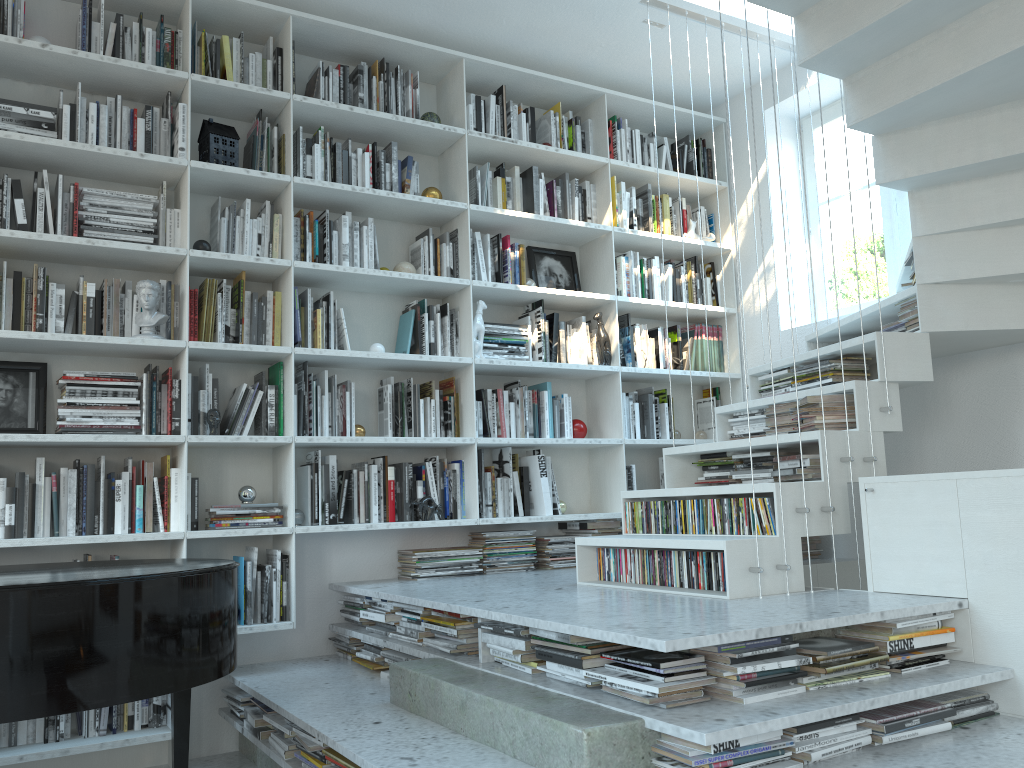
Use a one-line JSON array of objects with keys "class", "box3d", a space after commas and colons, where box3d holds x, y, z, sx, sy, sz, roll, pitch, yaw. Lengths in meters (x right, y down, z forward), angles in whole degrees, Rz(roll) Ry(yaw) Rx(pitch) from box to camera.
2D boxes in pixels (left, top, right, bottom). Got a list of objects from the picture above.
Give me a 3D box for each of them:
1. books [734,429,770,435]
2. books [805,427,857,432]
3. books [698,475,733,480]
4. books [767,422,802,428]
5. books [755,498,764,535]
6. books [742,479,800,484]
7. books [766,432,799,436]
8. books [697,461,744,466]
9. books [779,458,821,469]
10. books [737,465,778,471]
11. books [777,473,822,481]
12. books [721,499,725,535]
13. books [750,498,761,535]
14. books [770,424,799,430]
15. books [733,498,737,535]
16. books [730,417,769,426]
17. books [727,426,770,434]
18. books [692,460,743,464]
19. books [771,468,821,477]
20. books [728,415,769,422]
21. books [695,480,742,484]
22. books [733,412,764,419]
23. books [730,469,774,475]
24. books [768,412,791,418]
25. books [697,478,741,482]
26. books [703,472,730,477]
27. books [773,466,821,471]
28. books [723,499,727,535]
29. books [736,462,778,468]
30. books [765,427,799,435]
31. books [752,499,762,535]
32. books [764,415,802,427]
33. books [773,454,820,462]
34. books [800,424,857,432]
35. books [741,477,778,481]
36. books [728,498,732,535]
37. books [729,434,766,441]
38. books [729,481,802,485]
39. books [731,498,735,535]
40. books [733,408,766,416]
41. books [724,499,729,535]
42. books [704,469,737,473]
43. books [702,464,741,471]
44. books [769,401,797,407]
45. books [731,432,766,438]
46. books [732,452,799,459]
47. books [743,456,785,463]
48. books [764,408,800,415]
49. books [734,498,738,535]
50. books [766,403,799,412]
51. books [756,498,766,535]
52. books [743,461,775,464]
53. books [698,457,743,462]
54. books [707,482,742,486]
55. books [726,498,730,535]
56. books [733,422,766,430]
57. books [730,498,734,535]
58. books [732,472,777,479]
[{"class": "books", "box3d": [1.081, 0.208, 3.824, 0.160, 0.010, 0.179, 2, -9, -27]}, {"class": "books", "box3d": [1.212, 0.177, 3.316, 0.206, 0.012, 0.183, -2, -8, -3]}, {"class": "books", "box3d": [0.905, 0.392, 3.715, 0.159, 0.012, 0.225, 1, -9, -22]}, {"class": "books", "box3d": [1.154, 0.165, 3.546, 0.188, 0.005, 0.182, 2, -9, -30]}, {"class": "books", "box3d": [0.875, 0.444, 2.983, 0.125, 0.123, 0.036, 2, -8, -30]}, {"class": "books", "box3d": [1.030, 0.386, 3.528, 0.137, 0.013, 0.199, 1, -9, -24]}, {"class": "books", "box3d": [1.138, 0.207, 3.575, 0.184, 0.016, 0.128, 1, -9, -23]}, {"class": "books", "box3d": [0.909, 0.335, 3.726, 0.160, 0.009, 0.208, 3, -10, -34]}, {"class": "books", "box3d": [1.096, 0.291, 3.251, 0.141, 0.028, 0.223, -1, -8, -11]}, {"class": "books", "box3d": [1.024, 0.336, 3.532, 0.150, 0.013, 0.220, 2, -9, -25]}, {"class": "books", "box3d": [1.095, 0.339, 3.244, 0.136, 0.017, 0.289, -1, -8, -7]}, {"class": "books", "box3d": [0.791, 0.466, 3.127, 0.125, 0.125, 0.007, 2, -8, -30]}, {"class": "books", "box3d": [0.867, 0.446, 2.997, 0.125, 0.123, 0.034, 2, -8, -30]}, {"class": "books", "box3d": [1.144, 0.177, 3.567, 0.139, 0.013, 0.155, 2, -9, -28]}, {"class": "books", "box3d": [0.819, 0.458, 3.079, 0.125, 0.125, 0.008, 2, -8, -30]}, {"class": "books", "box3d": [1.084, 0.164, 3.833, 0.149, 0.016, 0.240, 3, -9, -32]}, {"class": "books", "box3d": [1.089, 0.197, 3.830, 0.145, 0.012, 0.297, 3, -9, -31]}, {"class": "books", "box3d": [0.893, 0.327, 3.717, 0.198, 0.006, 0.188, 3, -9, -34]}, {"class": "books", "box3d": [1.074, 0.322, 3.243, 0.172, 0.019, 0.240, -1, -8, -5]}, {"class": "books", "box3d": [1.070, 0.150, 3.826, 0.173, 0.011, 0.203, 3, -10, -35]}, {"class": "books", "box3d": [0.901, 0.410, 3.710, 0.189, 0.007, 0.195, 3, -9, -33]}, {"class": "books", "box3d": [1.078, 0.138, 3.833, 0.157, 0.014, 0.180, 3, -10, -34]}, {"class": "books", "box3d": [1.014, 0.348, 3.524, 0.184, 0.013, 0.226, 3, -9, -33]}, {"class": "books", "box3d": [1.140, 0.125, 3.576, 0.159, 0.012, 0.129, 0, -8, -15]}, {"class": "books", "box3d": [0.908, 0.402, 3.715, 0.158, 0.009, 0.216, 4, -10, -37]}, {"class": "books", "box3d": [0.916, 0.379, 3.723, 0.145, 0.015, 0.166, 4, -10, -35]}, {"class": "books", "box3d": [1.089, 0.309, 3.247, 0.161, 0.007, 0.254, -1, -8, -10]}, {"class": "books", "box3d": [0.795, 0.465, 3.121, 0.125, 0.125, 0.008, 2, -8, -30]}, {"class": "books", "box3d": [1.012, 0.323, 3.526, 0.189, 0.012, 0.155, 2, -9, -27]}, {"class": "books", "box3d": [1.151, 0.188, 3.551, 0.200, 0.014, 0.178, 2, -9, -26]}, {"class": "books", "box3d": [0.871, 0.445, 2.990, 0.125, 0.123, 0.035, 2, -8, -30]}, {"class": "books", "box3d": [1.155, 0.144, 3.545, 0.178, 0.035, 0.222, 2, -9, -25]}, {"class": "books", "box3d": [1.084, 0.270, 3.251, 0.168, 0.014, 0.212, -1, -8, -10]}, {"class": "books", "box3d": [1.211, 0.164, 3.312, 0.215, 0.013, 0.189, -2, -8, 2]}, {"class": "books", "box3d": [1.029, 0.375, 3.529, 0.147, 0.008, 0.188, 2, -9, -26]}, {"class": "books", "box3d": [0.808, 0.461, 3.099, 0.125, 0.125, 0.009, 2, -8, -30]}, {"class": "books", "box3d": [1.092, 0.232, 3.827, 0.136, 0.017, 0.289, 3, -9, -32]}, {"class": "books", "box3d": [1.010, 0.393, 3.515, 0.191, 0.004, 0.223, 3, -10, -34]}, {"class": "books", "box3d": [0.816, 0.459, 3.085, 0.125, 0.125, 0.007, 2, -8, -30]}, {"class": "books", "box3d": [1.080, 0.124, 3.836, 0.157, 0.014, 0.180, 3, -9, -32]}, {"class": "books", "box3d": [0.799, 0.464, 3.115, 0.125, 0.125, 0.008, 2, -8, -30]}, {"class": "books", "box3d": [0.922, 0.367, 3.729, 0.132, 0.010, 0.198, 2, -9, -26]}, {"class": "books", "box3d": [0.915, 0.350, 3.727, 0.140, 0.022, 0.181, 4, -10, -37]}, {"class": "books", "box3d": [1.144, 0.084, 3.570, 0.155, 0.009, 0.155, 2, -9, -30]}, {"class": "books", "box3d": [1.089, 0.218, 3.827, 0.138, 0.010, 0.254, 3, -9, -33]}, {"class": "books", "box3d": [1.011, 0.284, 3.532, 0.177, 0.014, 0.194, 4, -10, -35]}, {"class": "books", "box3d": [1.033, 0.301, 3.542, 0.133, 0.017, 0.178, 2, -9, -26]}, {"class": "books", "box3d": [1.148, 0.111, 3.561, 0.218, 0.012, 0.156, 0, -8, -14]}, {"class": "books", "box3d": [0.823, 0.457, 3.073, 0.125, 0.125, 0.008, 2, -8, -30]}, {"class": "books", "box3d": [1.147, 0.096, 3.564, 0.166, 0.017, 0.190, 2, -9, -27]}, {"class": "books", "box3d": [0.879, 0.443, 2.976, 0.125, 0.123, 0.034, 2, -8, -30]}, {"class": "books", "box3d": [1.039, 0.314, 3.543, 0.129, 0.008, 0.186, 3, -9, -31]}, {"class": "books", "box3d": [0.910, 0.319, 3.729, 0.161, 0.012, 0.195, 3, -9, -33]}, {"class": "books", "box3d": [0.931, 0.421, 3.726, 0.130, 0.014, 0.188, 2, -9, -30]}, {"class": "books", "box3d": [0.803, 0.462, 3.107, 0.125, 0.125, 0.010, 2, -8, -30]}, {"class": "books", "box3d": [1.089, 0.182, 3.833, 0.143, 0.019, 0.231, 3, -9, -31]}, {"class": "books", "box3d": [0.812, 0.460, 3.092, 0.125, 0.125, 0.007, 2, -8, -30]}, {"class": "books", "box3d": [1.015, 0.363, 3.522, 0.175, 0.016, 0.207, 4, -10, -35]}]
